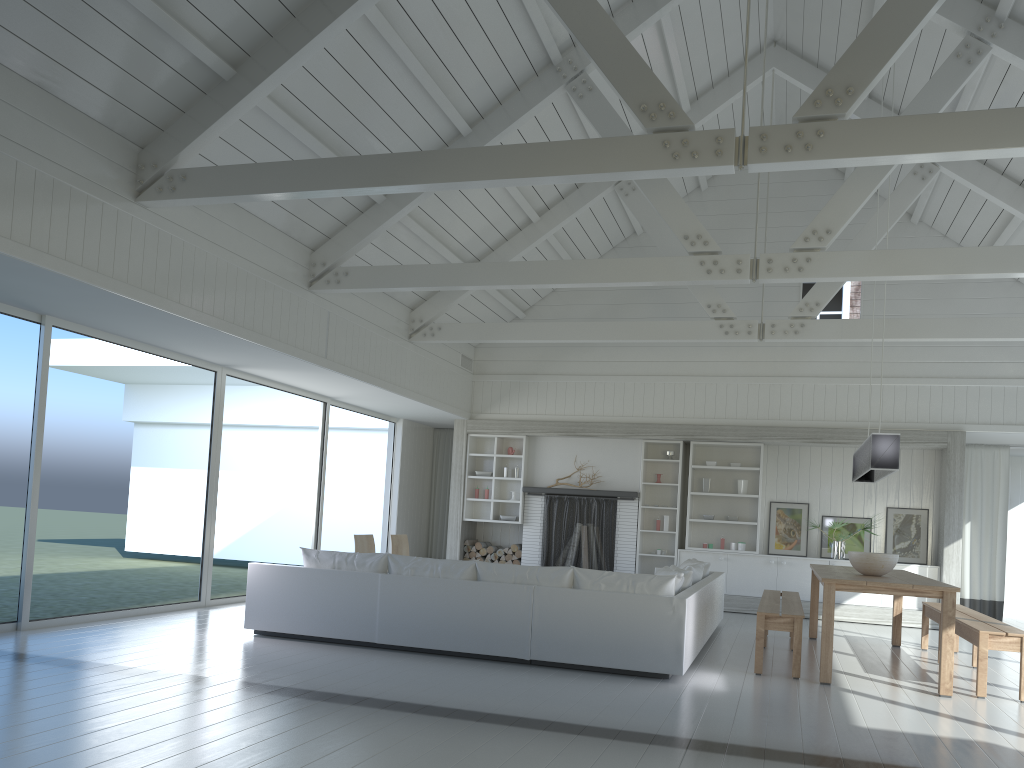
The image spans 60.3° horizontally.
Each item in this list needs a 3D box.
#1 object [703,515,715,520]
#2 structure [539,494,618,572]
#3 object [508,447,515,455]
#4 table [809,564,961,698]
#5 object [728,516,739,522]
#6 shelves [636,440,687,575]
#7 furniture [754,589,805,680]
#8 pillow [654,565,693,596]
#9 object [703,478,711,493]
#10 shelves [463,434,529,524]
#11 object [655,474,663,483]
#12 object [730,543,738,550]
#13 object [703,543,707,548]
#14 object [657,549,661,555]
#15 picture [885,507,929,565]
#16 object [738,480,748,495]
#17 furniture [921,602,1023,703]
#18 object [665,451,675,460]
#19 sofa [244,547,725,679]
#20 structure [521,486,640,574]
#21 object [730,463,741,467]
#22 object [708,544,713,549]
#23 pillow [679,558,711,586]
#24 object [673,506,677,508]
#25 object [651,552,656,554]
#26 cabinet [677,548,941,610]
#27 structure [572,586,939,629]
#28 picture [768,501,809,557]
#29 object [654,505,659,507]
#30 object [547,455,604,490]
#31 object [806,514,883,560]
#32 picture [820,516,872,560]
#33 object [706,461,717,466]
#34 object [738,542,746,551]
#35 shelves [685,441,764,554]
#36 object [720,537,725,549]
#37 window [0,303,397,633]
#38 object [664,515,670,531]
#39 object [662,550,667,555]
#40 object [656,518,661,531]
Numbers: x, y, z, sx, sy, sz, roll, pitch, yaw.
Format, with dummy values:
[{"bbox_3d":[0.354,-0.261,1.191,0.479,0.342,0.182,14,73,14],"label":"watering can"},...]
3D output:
[{"bbox_3d":[2.633,1.786,11.788,0.141,0.066,0.142,1,-8,17],"label":"object"},{"bbox_3d":[0.898,2.060,12.068,1.096,1.058,0.117,2,-3,17],"label":"structure"},{"bbox_3d":[-0.013,0.956,12.546,0.059,0.126,0.232,5,-7,-28],"label":"object"},{"bbox_3d":[3.073,2.018,7.606,0.905,0.758,2.975,1,-8,17],"label":"table"},{"bbox_3d":[2.969,1.812,11.832,0.141,0.066,0.142,1,-8,17],"label":"object"},{"bbox_3d":[2.057,1.797,12.116,0.540,1.991,0.609,2,-3,17],"label":"shelves"},{"bbox_3d":[2.372,2.155,7.809,0.340,0.468,2.705,2,-8,17],"label":"furniture"},{"bbox_3d":[1.271,1.770,7.392,0.465,0.475,1.330,2,-8,9],"label":"pillow"},{"bbox_3d":[2.609,1.365,11.820,0.102,0.196,0.103,2,-4,17],"label":"object"},{"bbox_3d":[-0.174,1.374,12.696,0.864,1.233,0.553,2,-4,17],"label":"shelves"},{"bbox_3d":[2.001,1.294,12.016,0.137,0.129,0.137,7,-6,-30],"label":"object"},{"bbox_3d":[2.958,2.158,11.713,0.090,0.095,0.092,7,-7,-39],"label":"object"},{"bbox_3d":[2.577,2.156,11.774,0.054,0.071,0.055,4,-5,-4],"label":"object"},{"bbox_3d":[1.997,2.278,11.966,0.054,0.071,0.055,2,-5,17],"label":"object"},{"bbox_3d":[4.997,1.921,11.157,0.494,0.700,0.066,2,-3,17],"label":"picture"},{"bbox_3d":[3.057,1.370,11.681,0.103,0.196,0.103,5,-4,-28],"label":"object"},{"bbox_3d":[3.802,2.170,7.365,0.340,0.468,2.705,2,-8,17],"label":"furniture"},{"bbox_3d":[2.144,0.976,11.962,0.162,0.123,0.162,9,-8,-40],"label":"object"},{"bbox_3d":[0.136,1.989,8.514,3.473,0.734,4.171,1,-9,17],"label":"sofa"},{"bbox_3d":[1.000,2.139,12.406,1.615,1.280,0.866,1,-5,17],"label":"structure"},{"bbox_3d":[3.010,1.103,11.860,0.141,0.066,0.142,1,-8,17],"label":"object"},{"bbox_3d":[2.650,2.166,11.778,0.058,0.060,0.058,4,-5,-5],"label":"object"},{"bbox_3d":[1.796,2.037,8.969,0.462,0.474,2.076,2,-8,10],"label":"pillow"},{"bbox_3d":[2.222,1.681,12.025,0.054,0.025,0.055,1,-8,17],"label":"object"},{"bbox_3d":[1.922,2.301,11.988,0.054,0.025,0.055,1,-8,17],"label":"object"},{"bbox_3d":[3.791,2.532,11.511,3.178,0.548,0.659,1,-6,17],"label":"cabinet"},{"bbox_3d":[2.355,2.867,12.258,6.343,0.344,1.899,1,-9,17],"label":"structure"},{"bbox_3d":[3.632,1.906,11.581,0.494,0.700,0.066,2,-3,17],"label":"picture"},{"bbox_3d":[1.964,1.661,11.991,0.054,0.025,0.055,1,-8,17],"label":"object"},{"bbox_3d":[0.926,1.210,12.104,0.784,0.500,0.460,5,-5,-13],"label":"object"},{"bbox_3d":[4.184,1.902,11.108,0.970,0.626,0.627,2,-6,15],"label":"object"},{"bbox_3d":[4.311,1.990,11.376,0.608,0.551,0.054,2,-3,17],"label":"picture"},{"bbox_3d":[2.674,1.077,11.817,0.141,0.066,0.142,1,-8,17],"label":"object"},{"bbox_3d":[3.029,2.140,11.620,0.086,0.111,0.085,7,-6,-37],"label":"object"},{"bbox_3d":[2.877,1.532,11.877,0.938,1.436,0.609,2,-3,17],"label":"shelves"},{"bbox_3d":[2.801,2.100,11.725,0.054,0.195,0.054,2,-3,17],"label":"object"},{"bbox_3d":[-3.025,1.024,8.842,0.080,2.405,8.793,3,-8,17],"label":"window"},{"bbox_3d":[2.093,1.890,11.954,0.072,0.210,0.072,2,-3,17],"label":"object"},{"bbox_3d":[2.067,2.284,11.942,0.058,0.060,0.058,2,-5,17],"label":"object"},{"bbox_3d":[1.991,1.897,11.987,0.054,0.195,0.054,2,-3,17],"label":"object"}]
